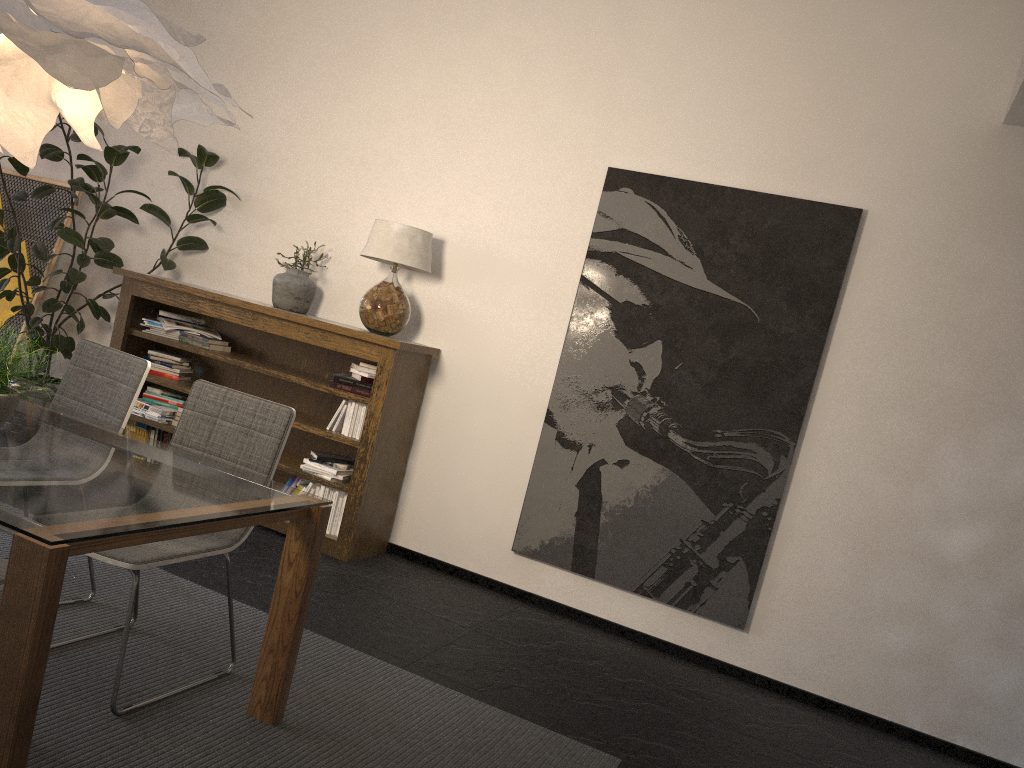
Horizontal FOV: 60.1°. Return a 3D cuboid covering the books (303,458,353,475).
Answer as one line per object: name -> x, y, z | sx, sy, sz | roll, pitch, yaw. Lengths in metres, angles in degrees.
books -> -0.971, 0.444, 4.751 | 0.241, 0.024, 0.175 | 16, 3, 31

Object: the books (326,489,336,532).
books -> -0.924, 0.673, 4.771 | 0.023, 0.244, 0.175 | 16, 5, 21

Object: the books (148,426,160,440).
books -> -2.094, 0.359, 5.283 | 0.099, 0.242, 0.167 | 16, 5, 21

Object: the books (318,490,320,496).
books -> -1.013, 0.670, 4.783 | 0.020, 0.206, 0.155 | 16, 5, 21

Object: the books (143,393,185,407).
books -> -2.024, 0.091, 5.241 | 0.249, 0.024, 0.175 | 14, 3, 6

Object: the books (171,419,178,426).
books -> -1.829, 0.246, 5.164 | 0.178, 0.034, 0.243 | 15, 3, 23

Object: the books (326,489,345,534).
books -> -0.913, 0.677, 4.743 | 0.019, 0.245, 0.174 | 16, 5, 21

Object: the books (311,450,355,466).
books -> -0.961, 0.398, 4.764 | 0.222, 0.023, 0.146 | 13, 3, -28

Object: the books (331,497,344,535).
books -> -0.897, 0.701, 4.738 | 0.020, 0.206, 0.155 | 16, 5, 21

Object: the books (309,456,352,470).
books -> -0.973, 0.418, 4.766 | 0.205, 0.022, 0.154 | 14, 3, 1

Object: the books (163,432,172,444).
books -> -1.995, 0.393, 5.250 | 0.082, 0.226, 0.171 | 16, 5, 21

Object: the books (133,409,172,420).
books -> -2.094, 0.167, 5.190 | 0.303, 0.013, 0.219 | 15, 3, 25

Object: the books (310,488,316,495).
books -> -1.080, 0.652, 4.809 | 0.072, 0.204, 0.155 | 16, 5, 21

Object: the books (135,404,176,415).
books -> -2.079, 0.141, 5.185 | 0.303, 0.008, 0.219 | 15, 3, 24

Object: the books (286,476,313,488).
books -> -1.212, 0.600, 4.946 | 0.164, 0.228, 0.171 | 16, 5, 21

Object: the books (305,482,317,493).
books -> -1.099, 0.630, 4.815 | 0.100, 0.236, 0.174 | 16, 5, 21

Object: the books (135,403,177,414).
books -> -2.076, 0.135, 5.187 | 0.303, 0.008, 0.219 | 15, 3, 24

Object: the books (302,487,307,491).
books -> -1.138, 0.640, 4.832 | 0.104, 0.195, 0.155 | 16, 5, 21

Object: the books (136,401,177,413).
books -> -2.073, 0.128, 5.190 | 0.303, 0.008, 0.219 | 15, 3, 25

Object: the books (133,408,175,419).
books -> -2.090, 0.162, 5.195 | 0.286, 0.008, 0.219 | 15, 3, 27

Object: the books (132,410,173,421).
books -> -2.094, 0.175, 5.191 | 0.303, 0.008, 0.219 | 15, 3, 25

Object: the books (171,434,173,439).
books -> -1.939, 0.399, 5.228 | 0.084, 0.242, 0.171 | 16, 5, 21

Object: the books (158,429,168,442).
books -> -2.040, 0.372, 5.268 | 0.055, 0.242, 0.171 | 16, 5, 21

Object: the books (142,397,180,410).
books -> -2.030, 0.114, 5.243 | 0.249, 0.024, 0.174 | 14, 3, 1

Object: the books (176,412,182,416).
books -> -1.806, 0.197, 5.173 | 0.174, 0.024, 0.243 | 15, 3, 28

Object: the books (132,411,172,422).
books -> -2.098, 0.182, 5.192 | 0.303, 0.007, 0.219 | 15, 3, 25

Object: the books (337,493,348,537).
books -> -0.849, 0.694, 4.720 | 0.023, 0.244, 0.175 | 16, 5, 21

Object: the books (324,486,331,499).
books -> -0.969, 0.662, 4.765 | 0.019, 0.245, 0.174 | 16, 5, 21

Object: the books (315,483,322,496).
books -> -1.025, 0.646, 4.810 | 0.023, 0.244, 0.175 | 16, 5, 21

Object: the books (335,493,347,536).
books -> -0.864, 0.689, 4.748 | 0.023, 0.244, 0.175 | 16, 5, 21

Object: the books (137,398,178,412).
books -> -2.070, 0.119, 5.187 | 0.303, 0.013, 0.219 | 15, 3, 25

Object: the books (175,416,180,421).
books -> -1.825, 0.217, 5.171 | 0.166, 0.024, 0.227 | 15, 3, 19

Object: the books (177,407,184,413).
books -> -1.799, 0.172, 5.159 | 0.178, 0.029, 0.225 | 15, 3, 24

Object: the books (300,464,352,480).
books -> -0.983, 0.465, 4.732 | 0.243, 0.019, 0.174 | 15, 3, 11

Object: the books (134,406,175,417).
books -> -2.079, 0.153, 5.191 | 0.303, 0.006, 0.219 | 15, 3, 25

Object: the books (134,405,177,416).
books -> -2.083, 0.148, 5.189 | 0.286, 0.008, 0.219 | 15, 3, 25

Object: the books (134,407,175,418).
books -> -2.088, 0.157, 5.195 | 0.286, 0.008, 0.219 | 15, 3, 27

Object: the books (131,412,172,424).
books -> -2.098, 0.189, 5.193 | 0.303, 0.008, 0.219 | 15, 3, 20

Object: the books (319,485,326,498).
books -> -0.993, 0.656, 4.764 | 0.023, 0.244, 0.175 | 16, 5, 21

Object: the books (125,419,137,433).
books -> -2.246, 0.320, 5.347 | 0.100, 0.236, 0.171 | 16, 5, 21

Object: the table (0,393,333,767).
table -> -1.613, 0.459, 2.543 | 1.790, 0.718, 0.998 | 15, 4, 21

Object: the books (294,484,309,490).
books -> -1.173, 0.638, 4.881 | 0.146, 0.184, 0.146 | 16, 5, 24

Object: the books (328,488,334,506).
books -> -0.945, 0.667, 4.774 | 0.019, 0.245, 0.174 | 16, 5, 21

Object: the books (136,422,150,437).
books -> -2.172, 0.339, 5.319 | 0.107, 0.236, 0.171 | 16, 5, 21

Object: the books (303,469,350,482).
books -> -0.992, 0.483, 4.737 | 0.204, 0.021, 0.155 | 16, 3, 31
